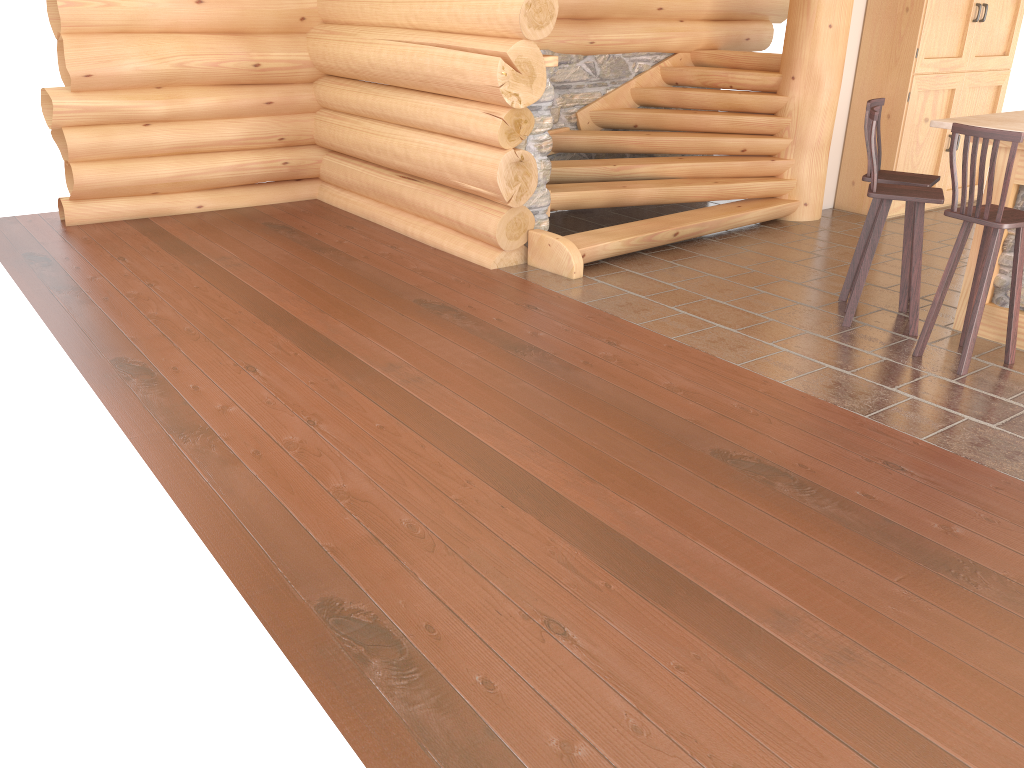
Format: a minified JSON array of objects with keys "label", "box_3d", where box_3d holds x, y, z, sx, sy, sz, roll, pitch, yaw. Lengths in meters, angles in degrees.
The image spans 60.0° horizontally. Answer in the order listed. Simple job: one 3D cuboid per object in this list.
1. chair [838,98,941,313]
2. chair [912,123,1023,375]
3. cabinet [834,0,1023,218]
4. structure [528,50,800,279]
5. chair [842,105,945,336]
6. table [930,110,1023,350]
[{"label":"chair","box_3d":[2.538,-1.195,5.934,0.504,1.319,0.406,16,27,30]},{"label":"chair","box_3d":[2.616,-0.744,4.897,0.504,1.319,0.406,-10,26,-24]},{"label":"cabinet","box_3d":[4.190,-2.984,8.774,1.847,2.403,0.670,-15,28,-33]},{"label":"structure","box_3d":[1.147,-2.270,7.959,3.604,1.643,1.951,-19,30,-38]},{"label":"chair","box_3d":[2.366,-1.002,5.481,0.504,1.319,0.406,10,25,20]},{"label":"table","box_3d":[3.935,-0.613,4.732,1.196,1.257,3.220,-15,28,-33]}]
